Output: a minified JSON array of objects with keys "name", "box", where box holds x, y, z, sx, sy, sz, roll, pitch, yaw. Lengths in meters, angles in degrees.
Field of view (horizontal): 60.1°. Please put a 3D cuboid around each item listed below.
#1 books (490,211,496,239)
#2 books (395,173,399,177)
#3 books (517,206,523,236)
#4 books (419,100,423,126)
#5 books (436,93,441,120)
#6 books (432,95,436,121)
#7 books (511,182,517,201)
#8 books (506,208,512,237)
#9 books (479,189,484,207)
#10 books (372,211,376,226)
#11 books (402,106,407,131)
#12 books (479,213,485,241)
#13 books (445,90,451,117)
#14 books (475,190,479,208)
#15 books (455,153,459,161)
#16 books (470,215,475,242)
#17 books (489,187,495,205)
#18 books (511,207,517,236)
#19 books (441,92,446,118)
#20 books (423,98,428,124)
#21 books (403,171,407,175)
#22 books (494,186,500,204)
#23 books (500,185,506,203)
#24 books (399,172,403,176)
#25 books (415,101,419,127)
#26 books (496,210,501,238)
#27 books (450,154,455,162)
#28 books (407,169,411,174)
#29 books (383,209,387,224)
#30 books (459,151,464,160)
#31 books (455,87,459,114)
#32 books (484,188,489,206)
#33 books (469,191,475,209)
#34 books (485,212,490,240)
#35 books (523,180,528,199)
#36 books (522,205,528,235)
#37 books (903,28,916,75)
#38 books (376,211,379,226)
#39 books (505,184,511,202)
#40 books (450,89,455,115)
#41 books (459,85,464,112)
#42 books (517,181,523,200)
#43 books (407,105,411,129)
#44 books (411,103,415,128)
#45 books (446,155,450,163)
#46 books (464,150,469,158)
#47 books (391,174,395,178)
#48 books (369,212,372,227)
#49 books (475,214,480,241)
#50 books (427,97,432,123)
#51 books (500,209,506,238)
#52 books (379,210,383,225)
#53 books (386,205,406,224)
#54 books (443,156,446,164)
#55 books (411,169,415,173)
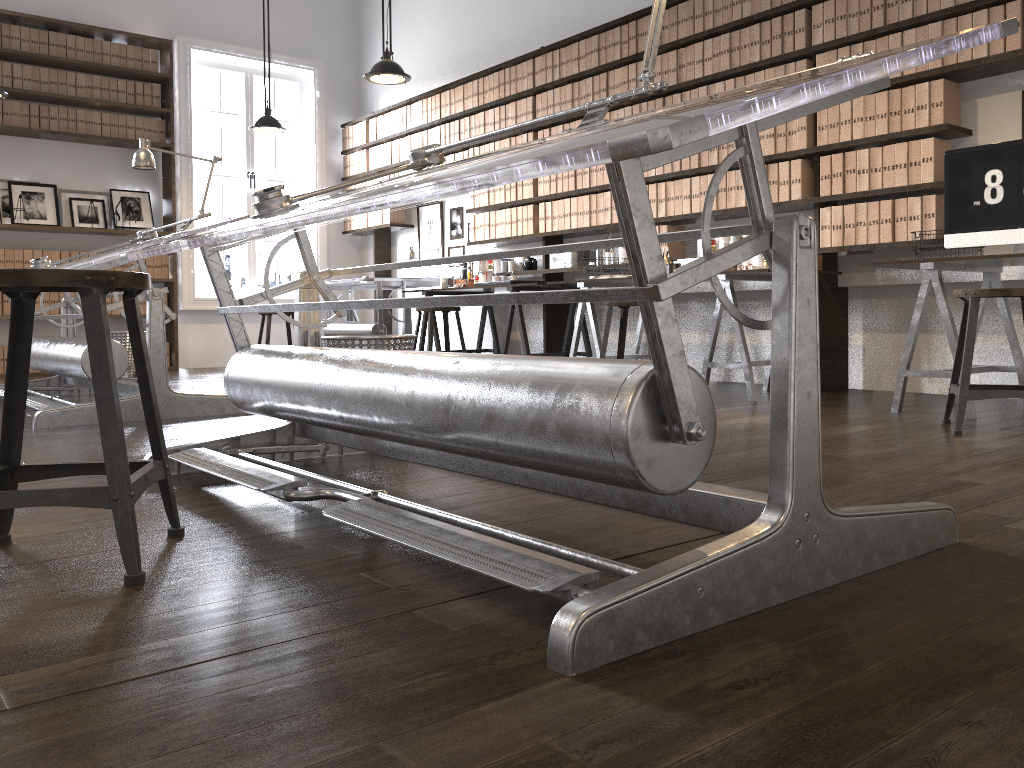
[{"name":"books","box":[-0.088,-1.278,7.166,0.175,0.225,0.067,-2,2,-38]},{"name":"books","box":[-1.006,-1.893,8.307,0.175,0.225,0.067,-2,2,-38]},{"name":"books","box":[0.126,-1.261,6.893,0.175,0.225,0.067,-2,2,-38]},{"name":"books","box":[-0.747,-2.422,7.956,0.175,0.225,0.067,-2,2,-38]},{"name":"books","box":[-0.575,-2.409,7.740,0.175,0.225,0.067,-2,2,-38]},{"name":"books","box":[-0.617,-2.412,7.802,0.175,0.225,0.067,-2,2,-38]},{"name":"books","box":[0.078,-1.534,6.940,0.175,0.225,0.067,-2,2,-38]},{"name":"books","box":[0.039,-1.267,6.996,0.175,0.225,0.067,-2,2,-38]},{"name":"books","box":[-0.180,-1.556,7.274,0.175,0.225,0.067,-2,2,-38]},{"name":"books","box":[-1.275,-1.646,8.661,0.175,0.225,0.067,-2,2,-38]},{"name":"books","box":[-0.920,-2.437,8.179,0.175,0.225,0.067,-2,2,-38]},{"name":"books","box":[-0.178,-1.285,7.277,0.175,0.225,0.067,-2,2,-38]},{"name":"books","box":[-0.484,-2.401,7.626,0.174,0.225,0.067,-2,2,-38]},{"name":"books","box":[-0.221,-1.559,7.322,0.175,0.225,0.067,-2,2,-38]},{"name":"books","box":[-0.397,-1.843,7.540,0.175,0.225,0.067,-2,2,-38]},{"name":"books","box":[-0.260,-1.292,7.377,0.175,0.225,0.067,-2,2,-38]},{"name":"books","box":[-0.096,-1.549,7.169,0.175,0.225,0.067,-2,2,-38]},{"name":"books","box":[0.084,-1.264,6.940,0.175,0.225,0.067,-2,2,-38]},{"name":"books","box":[-0.525,-2.405,7.685,0.175,0.225,0.067,-2,2,-38]},{"name":"books","box":[-0.702,-2.419,7.899,0.175,0.225,0.067,-2,2,-38]},{"name":"books","box":[-0.915,-1.886,8.201,0.174,0.225,0.067,-2,2,-38]},{"name":"books","box":[-0.052,-1.546,7.113,0.174,0.225,0.067,-2,2,-38]},{"name":"books","box":[-0.012,-1.542,7.055,0.174,0.225,0.067,-2,2,-38]},{"name":"books","box":[-0.960,-1.890,8.254,0.175,0.225,0.067,-2,2,-38]},{"name":"books","box":[-0.789,-2.426,8.015,0.174,0.225,0.067,-2,2,-38]},{"name":"books","box":[-0.043,-1.275,7.113,0.174,0.225,0.067,-2,2,-38]},{"name":"books","box":[-0.442,-1.846,7.589,0.175,0.225,0.067,-2,2,-38]},{"name":"books","box":[-0.875,-1.882,8.143,0.174,0.225,0.067,-2,2,-38]},{"name":"books","box":[-1.149,-1.636,8.506,0.174,0.225,0.067,-2,2,-38]},{"name":"books","box":[-0.360,-1.840,7.489,0.175,0.225,0.067,-2,2,-38]},{"name":"books","box":[-0.393,-2.394,7.517,0.175,0.225,0.067,-2,2,-38]},{"name":"books","box":[-0.143,-1.552,7.218,0.175,0.225,0.067,-2,2,-38]},{"name":"books","box":[-0.267,-1.563,7.378,0.175,0.225,0.067,-2,2,-38]},{"name":"books","box":[-0.134,-1.282,7.219,0.175,0.225,0.067,-2,2,-38]},{"name":"books","box":[0.173,-1.527,6.824,0.175,0.225,0.067,-2,2,-38]},{"name":"books","box":[0.169,-1.257,6.843,0.175,0.225,0.067,-2,2,-38]},{"name":"books","box":[2.039,-1.649,4.444,0.175,0.225,0.067,-2,2,-38]},{"name":"books","box":[-1.235,-1.643,8.612,0.175,0.225,0.067,-2,2,-38]},{"name":"books","box":[0.036,-1.538,7.002,0.175,0.225,0.067,-2,2,-38]},{"name":"books","box":[-0.437,-2.398,7.573,0.174,0.225,0.067,-2,2,-38]},{"name":"books","box":[-0.356,-2.390,7.461,0.175,0.225,0.067,-2,2,-38]},{"name":"books","box":[0.128,-1.531,6.885,0.175,0.225,0.067,-2,2,-38]},{"name":"books","box":[-0.874,-2.433,8.126,0.175,0.225,0.067,-2,2,-38]},{"name":"books","box":[-0.829,-2.430,8.072,0.174,0.225,0.067,-2,2,-38]},{"name":"books","box":[-0.480,-1.850,7.646,0.175,0.225,0.067,-2,2,-38]},{"name":"books","box":[-0.317,-1.836,7.431,0.175,0.225,0.067,-2,2,-38]},{"name":"books","box":[-1.056,-1.897,8.373,0.175,0.225,0.067,-2,2,-38]},{"name":"books","box":[-1.321,-1.649,8.716,0.175,0.225,0.067,-2,2,-38]},{"name":"books","box":[-0.216,-1.289,7.328,0.175,0.225,0.067,-2,2,-38]},{"name":"books","box":[-0.659,-2.416,7.852,0.175,0.225,0.067,-2,2,-38]},{"name":"books","box":[-0.003,-1.271,7.055,0.174,0.225,0.067,-2,2,-38]},{"name":"books","box":[-1.197,-1.639,8.557,0.175,0.225,0.067,-2,2,-38]},{"name":"books","box":[-1.107,-1.632,8.450,0.175,0.225,0.067,-2,2,-38]},{"name":"books","box":[-0.523,-1.854,7.702,0.174,0.225,0.067,-2,2,-38]},{"name":"books","box":[-0.833,-1.879,8.084,0.175,0.225,0.067,-2,2,-38]}]
